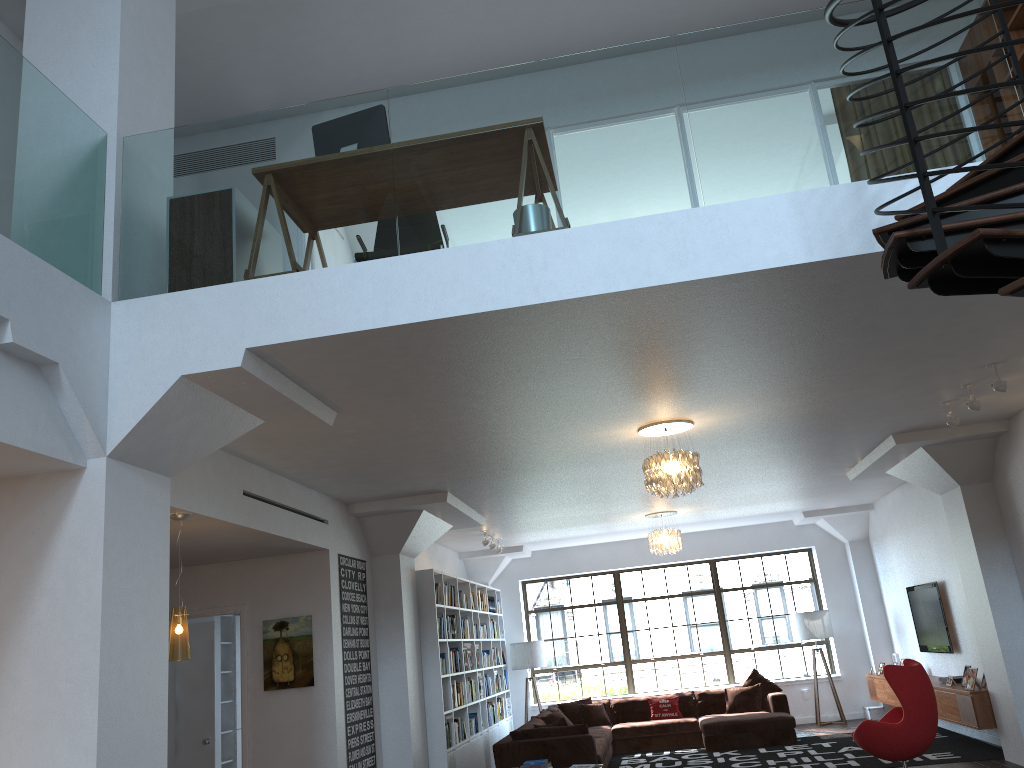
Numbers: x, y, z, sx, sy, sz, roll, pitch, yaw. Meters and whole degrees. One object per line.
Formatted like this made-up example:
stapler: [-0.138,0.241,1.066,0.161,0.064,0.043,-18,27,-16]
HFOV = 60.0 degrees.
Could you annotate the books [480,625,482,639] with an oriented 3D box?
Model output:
books: [-0.495,3.423,12.217,0.139,0.191,0.036,-8,-17,7]

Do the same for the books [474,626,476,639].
books: [-0.554,3.322,11.827,0.126,0.173,0.032,-8,-17,7]

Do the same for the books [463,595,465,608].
books: [-0.689,2.788,11.411,0.140,0.231,0.042,-8,-17,7]

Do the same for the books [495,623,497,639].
books: [-0.328,3.717,13.348,0.183,0.253,0.034,-8,-17,6]

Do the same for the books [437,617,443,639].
books: [-0.863,2.745,9.945,0.174,0.242,0.105,-8,-17,7]

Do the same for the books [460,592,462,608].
books: [-0.710,2.751,11.232,0.146,0.202,0.027,-8,-17,7]

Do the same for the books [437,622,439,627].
books: [-0.892,2.713,9.724,0.161,0.182,0.170,-8,-17,7]

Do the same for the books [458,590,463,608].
books: [-0.702,2.761,11.318,0.140,0.231,0.042,-8,-17,7]

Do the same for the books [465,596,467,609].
books: [-0.659,2.849,11.531,0.128,0.178,0.022,-8,-17,7]

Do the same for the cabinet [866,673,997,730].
cabinet: [5.056,3.756,10.721,0.459,0.350,4.501,-8,-17,7]

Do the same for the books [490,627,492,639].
books: [-0.389,3.584,12.886,0.160,0.250,0.026,-8,-17,6]

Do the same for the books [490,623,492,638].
books: [-0.381,3.604,12.906,0.161,0.223,0.026,-8,-17,6]

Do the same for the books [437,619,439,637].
books: [-0.887,2.718,9.804,0.161,0.218,0.101,-8,-17,7]

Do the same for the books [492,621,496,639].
books: [-0.342,3.666,13.174,0.183,0.253,0.034,-8,-17,6]

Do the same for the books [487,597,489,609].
books: [-0.427,3.246,13.001,0.161,0.223,0.032,-8,-17,7]

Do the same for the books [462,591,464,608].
books: [-0.700,2.777,11.364,0.158,0.226,0.052,-8,-17,7]

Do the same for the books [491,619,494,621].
books: [-0.348,3.659,13.214,0.176,0.290,0.036,-8,-17,6]

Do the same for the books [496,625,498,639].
books: [-0.305,3.750,13.413,0.161,0.223,0.026,-8,-17,6]

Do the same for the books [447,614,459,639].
books: [-0.742,2.960,10.776,0.176,0.291,0.053,-8,-17,7]

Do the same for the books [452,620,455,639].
books: [-0.770,2.925,10.536,0.161,0.223,0.032,-8,-17,7]

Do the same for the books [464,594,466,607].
books: [-0.673,2.826,11.483,0.136,0.196,0.045,-8,-17,7]

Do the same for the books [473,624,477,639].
books: [-0.549,3.328,11.884,0.139,0.191,0.036,-8,-17,7]

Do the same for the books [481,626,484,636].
books: [-0.465,3.494,12.437,0.128,0.178,0.022,-8,-17,7]

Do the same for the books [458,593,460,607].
books: [-0.730,2.717,11.096,0.139,0.191,0.036,-8,-17,7]

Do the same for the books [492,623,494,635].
books: [-0.355,3.660,13.100,0.161,0.223,0.027,-8,-17,6]

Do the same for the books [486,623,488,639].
books: [-0.432,3.541,12.689,0.158,0.226,0.052,-8,-17,7]

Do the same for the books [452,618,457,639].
books: [-0.763,2.938,10.611,0.174,0.240,0.054,-8,-17,7]

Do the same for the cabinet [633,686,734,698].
cabinet: [2.616,4.941,13.295,1.520,0.625,0.350,-8,-17,7]

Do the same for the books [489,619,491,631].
books: [-0.412,3.558,12.849,0.198,0.284,0.066,-8,-17,6]

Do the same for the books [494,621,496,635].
books: [-0.338,3.686,13.255,0.180,0.259,0.060,-8,-17,6]

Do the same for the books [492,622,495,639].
books: [-0.359,3.663,13.136,0.174,0.240,0.045,-8,-17,6]

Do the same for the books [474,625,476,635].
books: [-0.550,3.326,11.854,0.128,0.178,0.021,-8,-17,7]

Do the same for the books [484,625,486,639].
books: [-0.445,3.519,12.560,0.136,0.196,0.045,-8,-17,7]

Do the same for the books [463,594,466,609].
books: [-0.677,2.817,11.443,0.139,0.191,0.036,-8,-17,7]

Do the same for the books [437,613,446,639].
books: [-0.845,2.743,10.024,0.176,0.290,0.053,-8,-17,7]

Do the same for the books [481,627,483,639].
books: [-0.466,3.462,12.313,0.107,0.167,0.017,-8,-17,7]

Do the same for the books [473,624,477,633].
books: [-0.549,3.333,11.917,0.146,0.202,0.027,-8,-17,7]

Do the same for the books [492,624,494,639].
books: [-0.369,3.622,13.021,0.183,0.253,0.034,-8,-17,6]

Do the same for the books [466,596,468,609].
books: [-0.643,2.877,11.618,0.109,0.171,0.018,-8,-17,7]

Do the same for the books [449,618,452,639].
books: [-0.798,2.885,10.436,0.171,0.246,0.039,-8,-17,7]

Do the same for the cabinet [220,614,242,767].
cabinet: [-3.441,3.156,9.404,0.527,2.991,2.630,-8,-17,7]

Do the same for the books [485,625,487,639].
books: [-0.436,3.533,12.598,0.139,0.191,0.036,-8,-17,7]

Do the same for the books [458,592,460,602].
books: [-0.731,2.722,11.129,0.146,0.202,0.027,-8,-17,7]

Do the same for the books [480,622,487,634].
books: [-0.436,3.525,12.643,0.140,0.231,0.042,-8,-17,7]

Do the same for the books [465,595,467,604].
books: [-0.660,2.860,11.578,0.134,0.184,0.030,-8,-17,7]

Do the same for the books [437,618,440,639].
books: [-0.879,2.719,9.833,0.152,0.232,0.104,-8,-17,7]

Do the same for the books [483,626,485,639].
books: [-0.452,3.507,12.485,0.128,0.178,0.021,-8,-17,7]

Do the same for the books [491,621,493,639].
books: [-0.378,3.613,12.990,0.183,0.253,0.034,-8,-17,6]

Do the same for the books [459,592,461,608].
books: [-0.718,2.728,11.154,0.146,0.202,0.027,-8,-17,7]

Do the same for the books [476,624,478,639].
books: [-0.537,3.339,11.942,0.146,0.202,0.027,-8,-17,7]

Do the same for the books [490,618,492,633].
books: [-0.387,3.584,12.954,0.176,0.290,0.053,-8,-17,6]

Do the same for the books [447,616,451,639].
books: [-0.816,2.859,10.363,0.180,0.259,0.042,-8,-17,7]

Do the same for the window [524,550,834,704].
window: [2.570,3.887,14.177,4.648,1.905,0.114,-8,-17,7]

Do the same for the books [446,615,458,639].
books: [-0.766,2.951,10.728,0.198,0.284,0.049,-8,-17,7]

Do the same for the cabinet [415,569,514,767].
cabinet: [-0.634,3.834,11.615,0.461,2.414,4.500,-8,-17,7]
